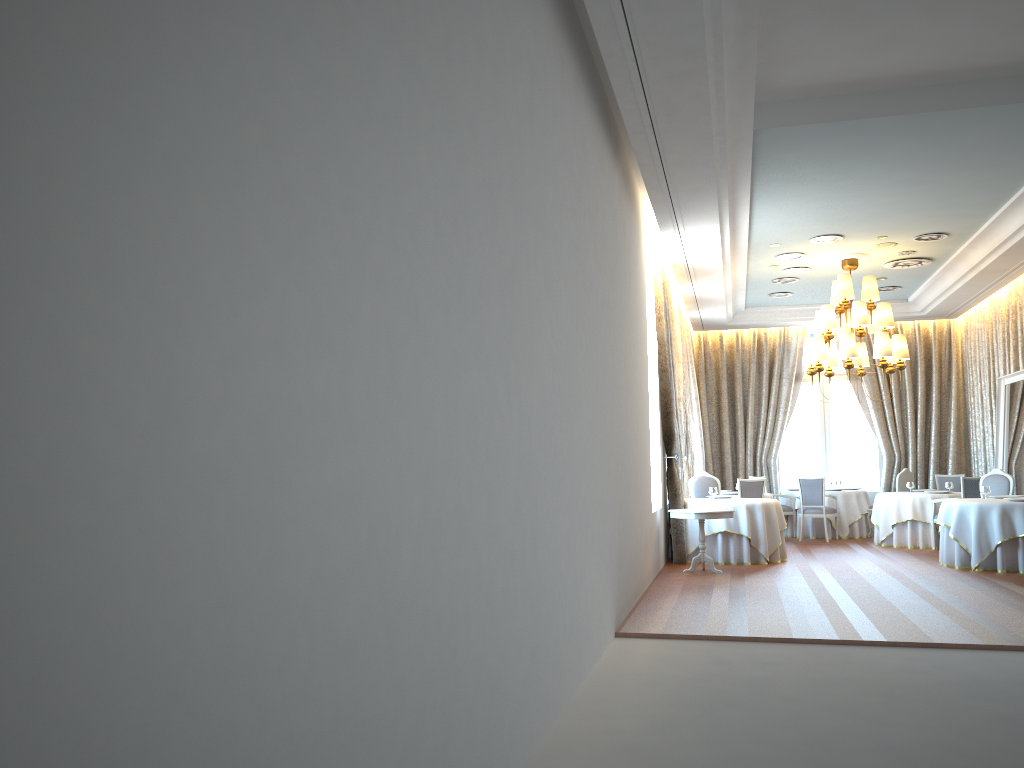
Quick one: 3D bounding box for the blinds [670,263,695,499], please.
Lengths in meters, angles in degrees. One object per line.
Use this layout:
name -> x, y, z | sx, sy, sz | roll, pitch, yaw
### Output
blinds -> 2.900, 0.311, 14.963 | 0.335, 4.969, 2.257 | -2, -6, 14

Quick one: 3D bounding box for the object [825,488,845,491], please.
object -> 5.811, 1.909, 16.042 | 0.419, 0.036, 0.419 | -2, -6, 13

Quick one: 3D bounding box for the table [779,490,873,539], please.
table -> 5.811, 2.413, 16.449 | 1.667, 0.890, 1.663 | -4, -6, 33

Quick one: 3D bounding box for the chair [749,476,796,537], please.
chair -> 4.766, 2.246, 16.279 | 0.629, 1.108, 0.650 | 1, -6, -21

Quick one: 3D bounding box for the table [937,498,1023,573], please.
table -> 6.336, 1.921, 11.295 | 1.663, 0.890, 1.667 | -1, -5, 3

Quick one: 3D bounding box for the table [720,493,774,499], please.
table -> 3.694, 2.314, 15.120 | 1.667, 0.890, 1.663 | -1, -5, 8

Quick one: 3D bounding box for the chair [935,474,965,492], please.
chair -> 7.574, 2.125, 15.369 | 0.650, 1.108, 0.629 | -4, -6, 34

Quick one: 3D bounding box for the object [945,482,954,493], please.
object -> 7.002, 1.656, 14.196 | 0.128, 0.165, 0.128 | -2, -6, 14

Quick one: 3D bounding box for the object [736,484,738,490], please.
object -> 3.848, 1.770, 14.988 | 0.128, 0.165, 0.128 | -2, -6, 14

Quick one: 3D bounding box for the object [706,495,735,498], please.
object -> 3.071, 1.659, 13.027 | 0.419, 0.036, 0.419 | -2, -6, 13

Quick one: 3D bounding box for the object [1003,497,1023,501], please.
object -> 6.275, 1.418, 10.891 | 0.419, 0.036, 0.419 | -2, -6, 13

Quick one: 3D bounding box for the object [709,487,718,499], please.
object -> 2.897, 1.571, 12.757 | 0.128, 0.165, 0.128 | 0, -5, -4

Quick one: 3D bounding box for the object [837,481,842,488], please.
object -> 6.159, 1.905, 16.730 | 0.128, 0.165, 0.128 | -2, -6, 14

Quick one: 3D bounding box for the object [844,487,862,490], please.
object -> 6.277, 1.938, 16.417 | 0.419, 0.036, 0.419 | -2, -6, 13

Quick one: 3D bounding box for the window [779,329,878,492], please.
window -> 6.298, 0.508, 17.864 | 1.881, 3.306, 0.196 | -2, -6, 14

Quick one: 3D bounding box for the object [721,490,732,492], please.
object -> 3.661, 1.896, 15.628 | 0.419, 0.036, 0.419 | -2, -6, 13

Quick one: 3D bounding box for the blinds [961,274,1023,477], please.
blinds -> 8.118, 0.213, 14.800 | 0.238, 4.819, 4.439 | -2, -6, 14

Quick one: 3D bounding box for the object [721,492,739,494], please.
object -> 3.637, 1.809, 14.700 | 0.419, 0.036, 0.419 | -2, -6, 13

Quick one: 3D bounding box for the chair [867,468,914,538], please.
chair -> 6.737, 2.116, 15.759 | 0.563, 1.233, 0.690 | 3, -7, -36

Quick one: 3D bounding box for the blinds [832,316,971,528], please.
blinds -> 7.548, 0.456, 17.123 | 2.476, 4.901, 0.386 | -2, -6, 14

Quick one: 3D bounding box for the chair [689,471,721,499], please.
chair -> 3.044, 1.942, 13.425 | 0.563, 1.233, 0.690 | 0, -5, -11

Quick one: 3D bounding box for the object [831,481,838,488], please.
object -> 5.940, 1.871, 16.347 | 0.128, 0.165, 0.128 | -2, -6, 14

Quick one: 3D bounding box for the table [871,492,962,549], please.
table -> 6.717, 2.203, 14.347 | 1.663, 0.890, 1.667 | -4, -6, 28

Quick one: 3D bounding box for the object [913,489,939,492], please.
object -> 6.895, 1.777, 14.794 | 0.419, 0.036, 0.419 | -2, -6, 13

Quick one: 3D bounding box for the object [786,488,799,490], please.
object -> 5.291, 1.956, 16.471 | 0.419, 0.036, 0.419 | -2, -6, 13

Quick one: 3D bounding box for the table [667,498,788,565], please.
table -> 3.044, 2.082, 12.572 | 1.663, 0.890, 1.667 | -1, -5, 3

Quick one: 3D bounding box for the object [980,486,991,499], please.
object -> 6.213, 1.424, 11.634 | 0.128, 0.165, 0.128 | -6, -7, 44

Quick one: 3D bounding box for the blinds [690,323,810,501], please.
blinds -> 4.761, 0.557, 17.823 | 2.535, 4.901, 0.386 | -2, -6, 14

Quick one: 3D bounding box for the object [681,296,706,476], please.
object -> 3.494, 0.547, 17.057 | 0.386, 4.901, 2.121 | -2, -6, 14

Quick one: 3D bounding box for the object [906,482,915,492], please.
object -> 6.606, 1.707, 14.694 | 0.128, 0.165, 0.128 | -2, -6, 14

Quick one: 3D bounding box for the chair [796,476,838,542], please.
chair -> 5.272, 2.157, 15.398 | 0.650, 1.108, 0.629 | -4, -6, 29

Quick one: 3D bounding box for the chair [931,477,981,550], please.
chair -> 6.777, 1.946, 13.356 | 0.650, 1.108, 0.629 | 1, -6, -16

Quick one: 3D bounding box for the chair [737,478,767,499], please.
chair -> 3.688, 2.049, 14.042 | 0.650, 1.108, 0.629 | 0, -5, -11

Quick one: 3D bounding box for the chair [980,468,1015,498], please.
chair -> 6.508, 1.784, 12.207 | 0.690, 1.233, 0.563 | 2, -6, -26

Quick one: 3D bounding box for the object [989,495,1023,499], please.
object -> 6.538, 1.492, 11.720 | 0.419, 0.036, 0.419 | -2, -6, 13

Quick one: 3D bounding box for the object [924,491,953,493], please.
object -> 6.733, 1.704, 13.994 | 0.419, 0.036, 0.419 | -2, -6, 13

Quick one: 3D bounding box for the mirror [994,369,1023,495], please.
mirror -> 7.289, 1.086, 12.649 | 0.385, 2.564, 2.251 | -2, -6, 14

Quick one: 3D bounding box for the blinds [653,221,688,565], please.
blinds -> 2.277, 0.094, 12.594 | 0.315, 4.930, 2.204 | -2, -6, 14

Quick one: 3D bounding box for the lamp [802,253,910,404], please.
lamp -> 4.940, -0.801, 12.847 | 1.373, 2.121, 1.373 | 4, -7, -38

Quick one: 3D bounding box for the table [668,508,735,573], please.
table -> 2.395, 1.986, 11.133 | 0.761, 0.801, 0.760 | 3, -7, -36
